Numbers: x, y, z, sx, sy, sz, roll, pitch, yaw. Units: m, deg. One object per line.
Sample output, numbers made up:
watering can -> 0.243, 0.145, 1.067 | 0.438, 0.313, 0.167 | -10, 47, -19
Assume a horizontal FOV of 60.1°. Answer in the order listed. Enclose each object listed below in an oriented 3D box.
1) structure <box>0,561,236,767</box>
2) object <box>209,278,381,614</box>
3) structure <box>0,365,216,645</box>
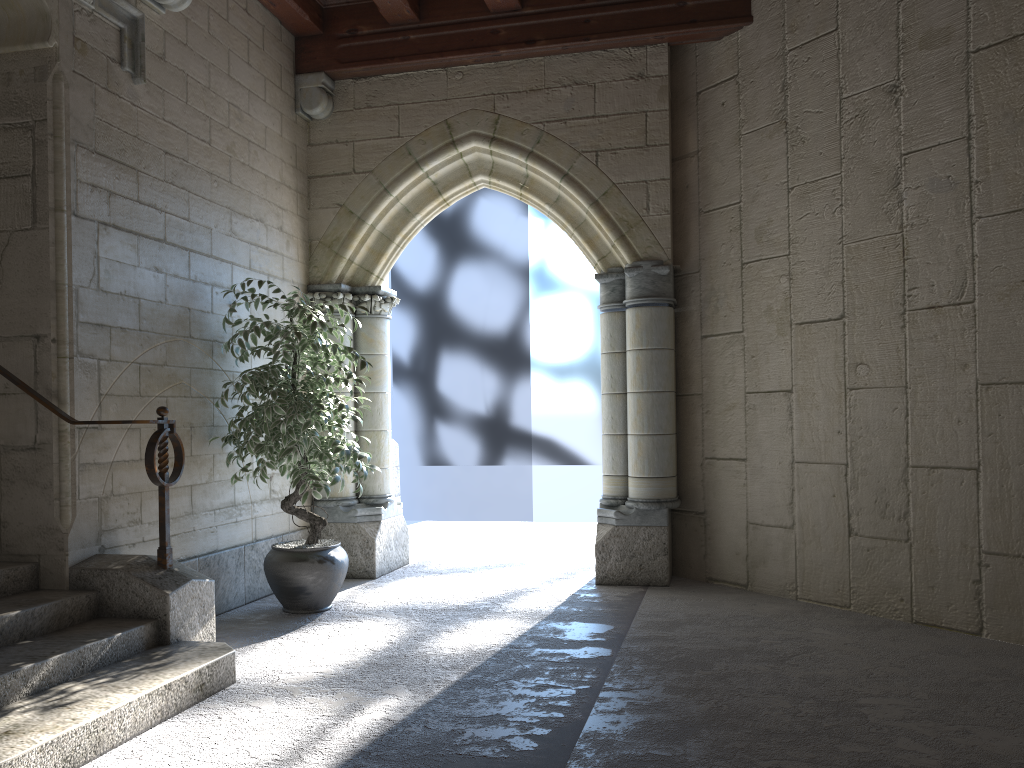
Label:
structure -> -2.370, 0.656, 2.798 | 2.573, 0.809, 1.462 | -1, -2, 13
object -> -1.040, 0.295, 4.299 | 0.787, 1.618, 0.751 | -1, 0, 9
structure -> -1.663, 0.441, 3.364 | 0.888, 1.261, 0.473 | -1, 0, 13
